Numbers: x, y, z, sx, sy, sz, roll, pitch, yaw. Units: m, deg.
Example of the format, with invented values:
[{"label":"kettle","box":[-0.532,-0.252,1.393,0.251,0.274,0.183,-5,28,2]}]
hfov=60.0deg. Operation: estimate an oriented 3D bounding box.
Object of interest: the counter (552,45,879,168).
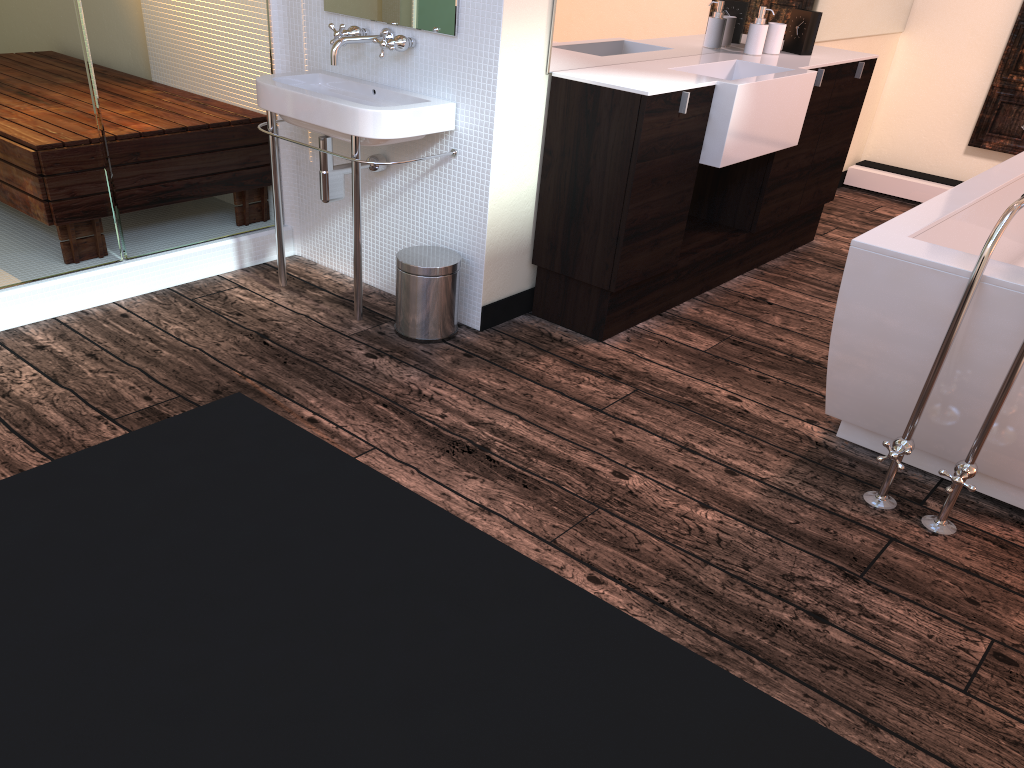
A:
[{"label":"counter","box":[0.880,-1.201,3.388,0.438,0.301,1.837,27,37,32]}]

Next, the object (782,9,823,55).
[{"label":"object","box":[1.190,-1.606,3.639,0.067,0.181,0.114,-12,35,-25]}]

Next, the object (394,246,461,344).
[{"label":"object","box":[-0.289,-0.341,3.031,0.222,0.312,0.219,7,32,2]}]

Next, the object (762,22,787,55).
[{"label":"object","box":[1.061,-1.555,3.589,0.073,0.125,0.072,24,36,27]}]

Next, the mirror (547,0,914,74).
[{"label":"mirror","box":[1.224,-2.433,3.383,0.011,1.877,3.203,28,38,32]}]

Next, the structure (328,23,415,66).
[{"label":"structure","box":[-0.469,-1.182,2.774,0.295,0.124,0.234,27,37,31]}]

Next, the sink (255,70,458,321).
[{"label":"sink","box":[-0.562,-0.708,3.042,0.675,0.799,0.343,27,38,31]}]

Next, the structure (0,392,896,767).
[{"label":"structure","box":[-0.288,0.682,0.803,0.862,0.876,0.793,27,38,31]}]

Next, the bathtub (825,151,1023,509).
[{"label":"bathtub","box":[1.821,-0.323,2.895,0.792,0.706,2.194,27,37,32]}]

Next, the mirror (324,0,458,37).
[{"label":"mirror","box":[-0.348,-1.824,2.476,0.599,1.300,0.011,27,38,31]}]

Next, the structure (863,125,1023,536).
[{"label":"structure","box":[1.202,-0.166,2.168,0.551,1.140,0.379,-17,38,-31]}]

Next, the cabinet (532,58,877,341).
[{"label":"cabinet","box":[0.832,-0.931,3.578,0.383,0.939,1.838,28,38,32]}]

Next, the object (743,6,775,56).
[{"label":"object","box":[0.972,-1.549,3.498,0.073,0.194,0.078,-1,32,-11]}]
